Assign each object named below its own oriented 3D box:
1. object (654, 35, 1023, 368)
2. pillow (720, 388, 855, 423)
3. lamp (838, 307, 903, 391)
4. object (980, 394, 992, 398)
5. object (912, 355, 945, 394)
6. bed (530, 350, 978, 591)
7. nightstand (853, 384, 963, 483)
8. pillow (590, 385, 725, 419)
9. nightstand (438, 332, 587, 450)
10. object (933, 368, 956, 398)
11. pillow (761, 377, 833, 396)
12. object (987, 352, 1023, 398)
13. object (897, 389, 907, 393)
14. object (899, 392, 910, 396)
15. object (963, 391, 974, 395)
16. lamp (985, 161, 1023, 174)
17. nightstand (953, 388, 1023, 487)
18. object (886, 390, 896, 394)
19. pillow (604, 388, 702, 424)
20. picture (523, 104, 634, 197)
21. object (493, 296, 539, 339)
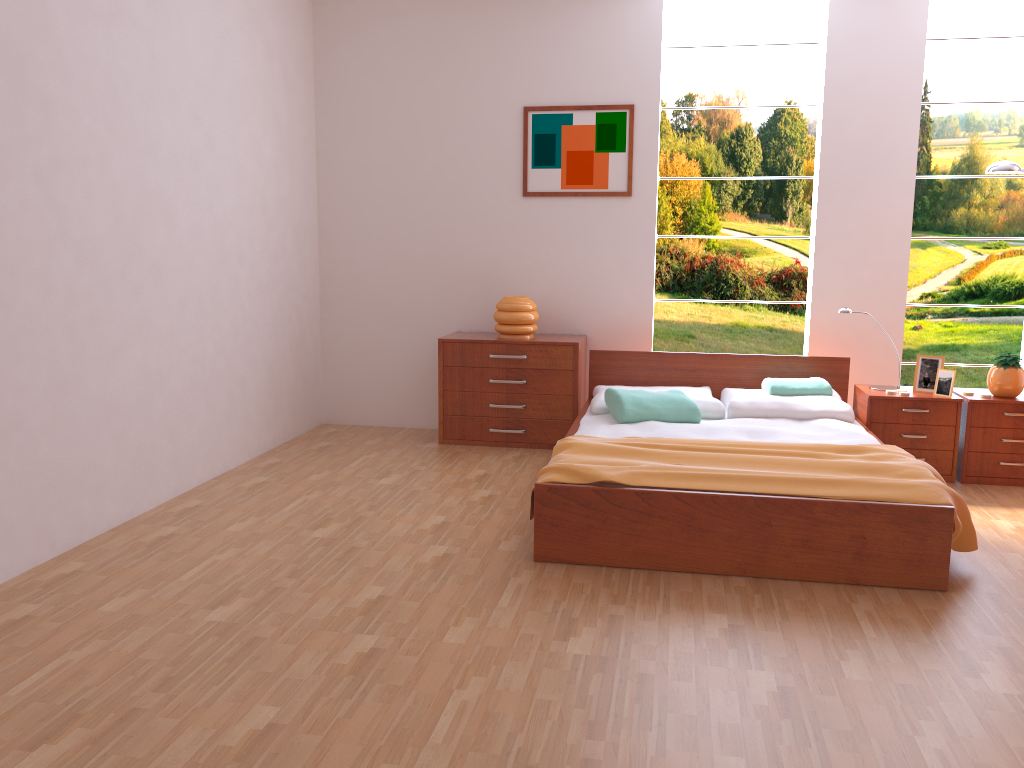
[{"bbox_3d":[1.925,-1.012,5.044,2.205,1.815,0.033,2,9,10],"label":"object"},{"bbox_3d":[1.431,0.120,4.645,0.630,0.182,0.574,2,9,9],"label":"pillow"},{"bbox_3d":[1.866,-0.182,4.594,0.337,0.421,0.163,0,9,-2],"label":"lamp"},{"bbox_3d":[2.346,0.060,4.390,0.049,0.018,0.049,0,9,-3],"label":"object"},{"bbox_3d":[2.110,-0.047,4.492,0.131,0.191,0.037,8,12,40],"label":"object"},{"bbox_3d":[1.037,0.256,4.053,1.632,0.560,1.990,2,9,10],"label":"bed"},{"bbox_3d":[2.023,0.256,4.588,0.439,0.442,0.377,2,9,10],"label":"nightstand"},{"bbox_3d":[0.757,0.099,4.749,0.682,0.157,0.574,1,9,4],"label":"pillow"},{"bbox_3d":[0.008,0.033,5.255,0.815,0.626,0.428,2,9,10],"label":"nightstand"},{"bbox_3d":[2.139,-0.004,4.384,0.027,0.137,0.094,-6,11,-34],"label":"object"},{"bbox_3d":[1.501,0.024,4.692,0.322,0.116,0.276,2,9,7],"label":"pillow"},{"bbox_3d":[2.456,-0.045,4.404,0.169,0.223,0.170,-1,9,-10],"label":"object"},{"bbox_3d":[1.985,0.038,4.514,0.049,0.018,0.049,0,9,-3],"label":"object"},{"bbox_3d":[1.962,0.050,4.435,0.049,0.018,0.049,0,9,-3],"label":"object"},{"bbox_3d":[2.299,0.048,4.466,0.049,0.018,0.049,0,9,-3],"label":"object"},{"bbox_3d":[2.808,-0.326,4.570,0.799,1.603,0.387,-2,9,-16],"label":"lamp"},{"bbox_3d":[2.480,0.273,4.504,0.439,0.442,0.377,2,9,10],"label":"nightstand"},{"bbox_3d":[1.916,0.042,4.483,0.049,0.018,0.049,0,9,-3],"label":"object"},{"bbox_3d":[0.695,0.111,4.404,0.425,0.164,0.334,-2,9,-13],"label":"pillow"},{"bbox_3d":[0.385,-1.361,5.192,0.645,0.517,0.030,2,9,10],"label":"picture"},{"bbox_3d":[0.024,-0.389,5.184,0.264,0.244,0.264,5,10,27],"label":"object"}]
